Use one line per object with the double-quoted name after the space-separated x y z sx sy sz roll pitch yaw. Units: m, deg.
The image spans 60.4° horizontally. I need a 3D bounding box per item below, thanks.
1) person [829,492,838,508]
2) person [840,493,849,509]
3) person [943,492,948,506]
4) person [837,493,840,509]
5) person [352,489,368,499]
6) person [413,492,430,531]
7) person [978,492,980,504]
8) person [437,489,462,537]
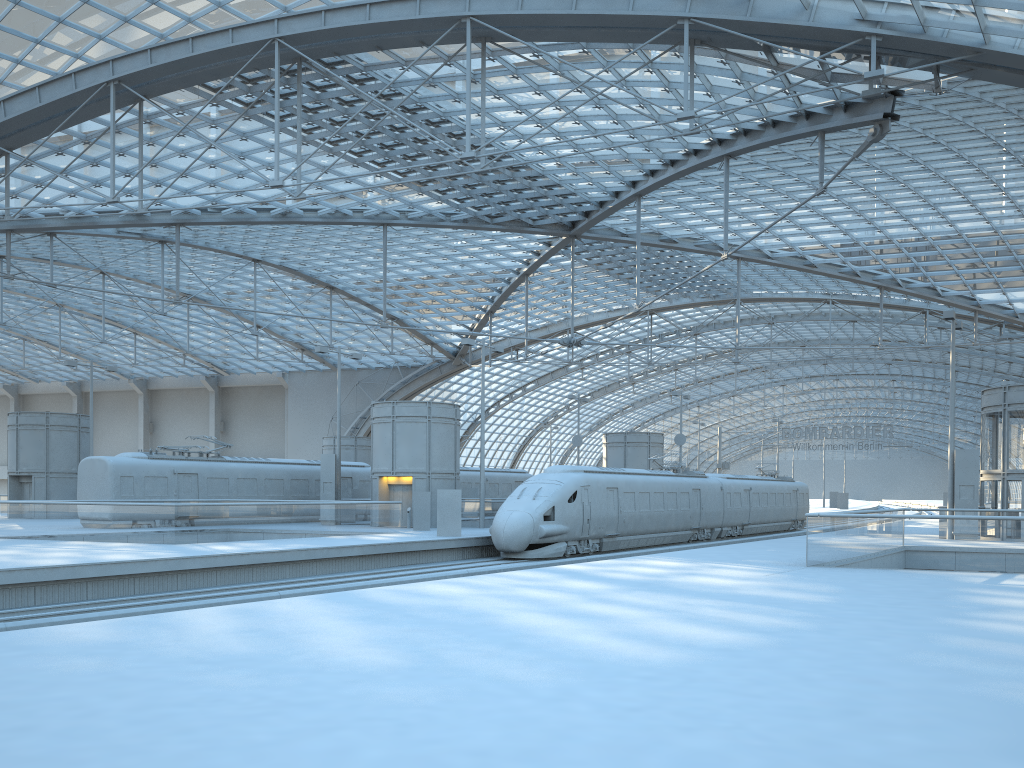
35.052 12.652 95.921 0.900 1.803 0.001 0 0 27 "person"
33.236 11.743 87.889 0.827 1.736 0.001 0 0 32 "person"
32.084 8.838 64.438 0.001 1.802 0.901 0 0 -33 "person"
34.310 12.163 91.409 0.875 1.709 0.001 0 0 32 "person"
-7.574 6.108 43.914 0.827 1.736 0.001 0 1 6 "person"
-3.621 5.143 35.401 0.710 1.615 0.001 0 1 11 "person"
32.972 8.549 62.035 0.068 1.812 0.782 0 0 -26 "person"
-2.200 4.584 31.089 0.875 1.709 0.001 0 1 6 "person"
